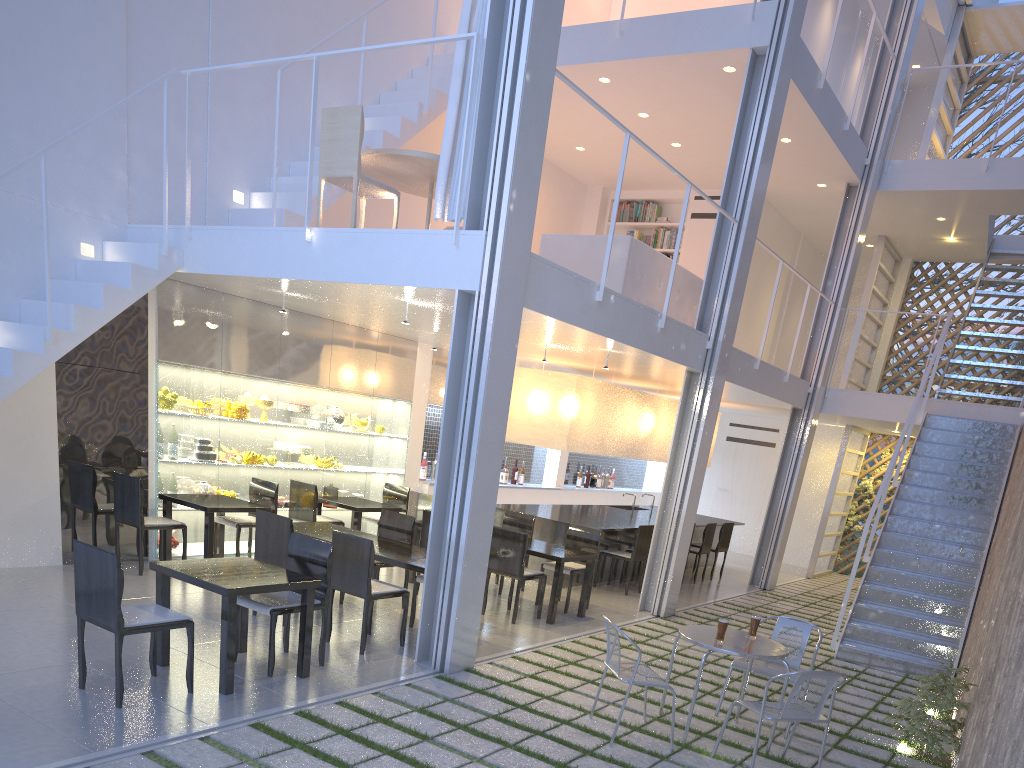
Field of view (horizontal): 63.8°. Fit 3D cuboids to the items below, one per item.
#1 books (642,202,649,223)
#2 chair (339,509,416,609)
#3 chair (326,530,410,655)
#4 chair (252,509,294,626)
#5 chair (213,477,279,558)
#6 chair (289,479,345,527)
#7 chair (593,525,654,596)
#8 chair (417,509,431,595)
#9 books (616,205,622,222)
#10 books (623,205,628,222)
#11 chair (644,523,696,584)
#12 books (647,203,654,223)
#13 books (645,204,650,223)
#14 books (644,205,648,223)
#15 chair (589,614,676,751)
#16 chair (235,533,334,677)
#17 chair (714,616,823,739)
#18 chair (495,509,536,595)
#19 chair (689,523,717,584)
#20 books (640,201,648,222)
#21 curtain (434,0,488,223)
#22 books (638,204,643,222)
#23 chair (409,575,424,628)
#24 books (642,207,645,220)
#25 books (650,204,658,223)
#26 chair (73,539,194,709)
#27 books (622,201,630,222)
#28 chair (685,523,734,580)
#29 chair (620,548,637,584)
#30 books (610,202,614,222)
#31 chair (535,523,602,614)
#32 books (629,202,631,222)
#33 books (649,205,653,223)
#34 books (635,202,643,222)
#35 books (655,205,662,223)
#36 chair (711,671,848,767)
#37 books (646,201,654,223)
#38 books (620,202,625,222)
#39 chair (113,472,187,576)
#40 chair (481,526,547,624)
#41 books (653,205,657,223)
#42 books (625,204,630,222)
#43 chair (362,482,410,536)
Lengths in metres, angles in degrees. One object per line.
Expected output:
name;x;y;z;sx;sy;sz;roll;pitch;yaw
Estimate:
books;0.989;-1.242;6.030;0.009;0.151;0.087;20;17;35
chair;-0.598;0.781;3.629;0.182;0.470;0.231;18;16;33
chair;-0.524;0.766;3.049;0.182;0.470;0.231;18;16;33
chair;-0.860;0.723;3.249;0.182;0.470;0.231;18;16;33
chair;-1.326;0.688;4.081;0.182;0.470;0.231;18;16;33
chair;-1.057;0.748;4.471;0.182;0.470;0.231;18;16;33
chair;0.668;1.038;4.950;0.228;0.470;0.184;17;17;33
chair;-0.309;0.845;4.046;0.182;0.470;0.231;18;16;33
books;0.813;-1.259;6.147;0.019;0.140;0.068;20;18;35
books;0.862;-1.250;6.106;0.019;0.132;0.090;20;16;35
chair;1.041;1.121;5.501;0.230;0.470;0.181;15;16;27
books;1.024;-1.235;6.007;0.008;0.144;0.093;20;16;35
books;1.009;-1.234;6.016;0.005;0.138;0.093;20;16;35
books;1.001;-1.231;6.028;0.017;0.130;0.083;20;16;35
chair;0.372;0.908;2.534;0.251;0.407;0.238;6;12;-12
chair;-0.751;0.714;2.675;0.182;0.470;0.231;18;16;33
chair;0.916;1.008;2.883;0.250;0.407;0.240;16;14;32
chair;-0.047;0.903;4.426;0.182;0.470;0.231;18;16;33
chair;1.245;1.165;5.765;0.229;0.470;0.182;16;16;29
books;0.974;-1.250;6.039;0.014;0.163;0.085;20;17;35
curtain;-0.118;-1.767;2.348;0.493;2.594;0.092;16;19;25
books;0.959;-1.239;6.050;0.014;0.135;0.086;20;16;35
chair;-0.262;0.824;3.428;0.182;0.470;0.231;18;16;33
books;0.983;-1.232;6.041;0.006;0.129;0.079;20;16;35
books;1.046;-1.229;5.994;0.014;0.138;0.092;20;16;35
chair;-1.032;0.652;2.267;0.182;0.470;0.231;18;16;33
books;0.853;-1.266;6.114;0.010;0.164;0.080;20;18;35
chair;1.437;1.207;6.037;0.227;0.470;0.184;17;17;33
chair;0.861;1.080;5.221;0.229;0.470;0.183;16;16;29
books;0.771;-1.271;6.161;0.014;0.152;0.086;20;17;35
chair;0.288;0.946;4.225;0.182;0.470;0.231;18;16;33
books;0.891;-1.257;6.091;0.023;0.155;0.081;20;17;35
books;1.034;-1.228;6.004;0.014;0.133;0.090;20;16;35
books;0.947;-1.249;6.061;0.025;0.153;0.076;20;17;34
books;1.067;-1.226;5.995;0.006;0.138;0.070;20;18;35
chair;0.789;0.966;2.380;0.265;0.408;0.225;5;13;-17
books;1.018;-1.241;6.012;0.009;0.156;0.087;20;17;35
books;0.841;-1.264;6.120;0.010;0.155;0.084;20;17;35
chair;-1.608;0.626;3.674;0.182;0.470;0.231;18;16;33
chair;0.026;0.888;3.846;0.182;0.470;0.231;18;16;33
books;1.056;-1.224;5.992;0.006;0.130;0.088;20;16;35
books;0.874;-1.251;6.096;0.007;0.138;0.093;20;16;35
chair;-0.776;0.810;4.878;0.182;0.470;0.231;18;16;33
